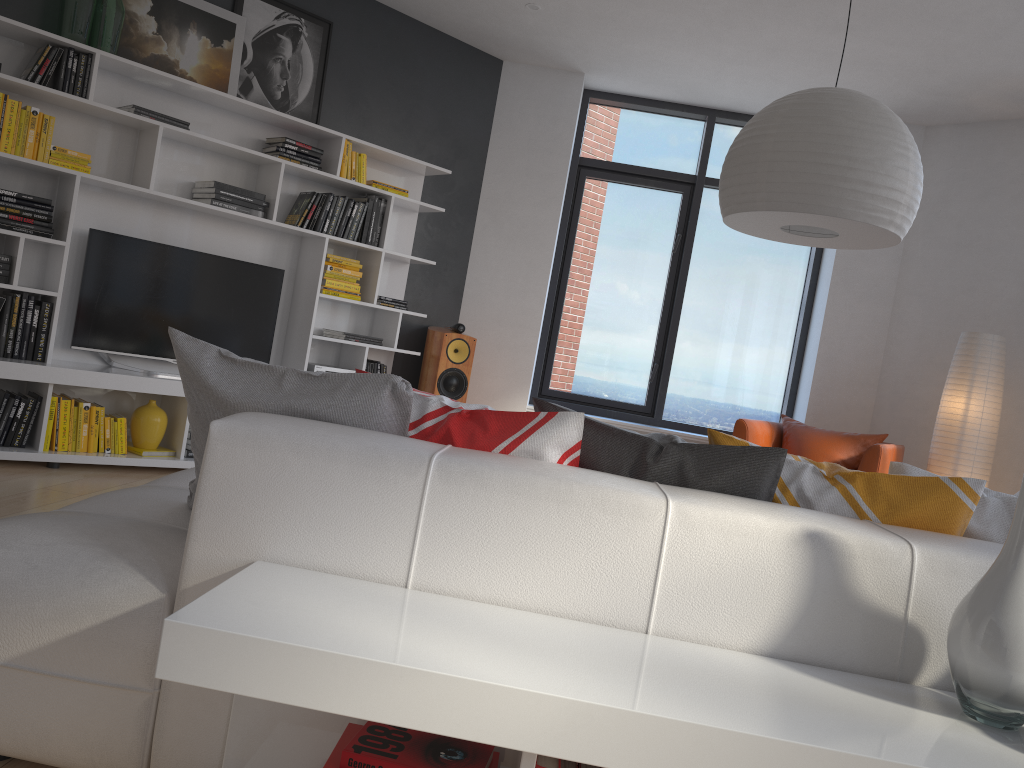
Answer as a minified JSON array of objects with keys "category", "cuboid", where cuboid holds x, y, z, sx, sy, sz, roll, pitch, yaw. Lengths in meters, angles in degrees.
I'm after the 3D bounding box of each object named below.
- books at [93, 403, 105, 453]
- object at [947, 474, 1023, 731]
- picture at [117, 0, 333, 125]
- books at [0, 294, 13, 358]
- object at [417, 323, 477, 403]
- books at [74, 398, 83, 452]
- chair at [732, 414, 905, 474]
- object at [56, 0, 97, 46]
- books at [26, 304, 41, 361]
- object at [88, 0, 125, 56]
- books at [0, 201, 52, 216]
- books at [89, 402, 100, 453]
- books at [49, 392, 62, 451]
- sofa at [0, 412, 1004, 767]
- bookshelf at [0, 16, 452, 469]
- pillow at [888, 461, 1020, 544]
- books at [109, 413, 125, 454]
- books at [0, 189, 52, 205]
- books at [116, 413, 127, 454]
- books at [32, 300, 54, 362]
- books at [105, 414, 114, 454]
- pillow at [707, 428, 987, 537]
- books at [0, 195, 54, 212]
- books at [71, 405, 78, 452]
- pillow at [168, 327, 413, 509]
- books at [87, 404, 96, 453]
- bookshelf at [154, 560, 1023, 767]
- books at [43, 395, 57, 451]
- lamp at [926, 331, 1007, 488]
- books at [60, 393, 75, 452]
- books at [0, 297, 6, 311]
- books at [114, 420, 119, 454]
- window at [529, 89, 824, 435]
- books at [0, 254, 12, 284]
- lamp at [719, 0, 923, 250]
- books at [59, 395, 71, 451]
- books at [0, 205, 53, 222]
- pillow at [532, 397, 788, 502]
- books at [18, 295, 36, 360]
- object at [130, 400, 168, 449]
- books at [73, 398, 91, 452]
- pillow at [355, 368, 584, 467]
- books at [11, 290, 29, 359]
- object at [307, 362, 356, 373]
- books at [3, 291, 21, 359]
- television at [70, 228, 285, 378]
[{"category":"books","cuboid":[-2.149,0.223,4.586,0.056,0.235,0.172,8,2,-43]},{"category":"object","cuboid":[0.838,0.326,1.320,0.316,0.398,0.319,11,2,27]},{"category":"picture","cuboid":[-1.610,-1.932,4.993,1.279,0.707,0.076,8,2,-42]},{"category":"books","cuboid":[-2.498,-0.288,4.328,0.028,0.301,0.213,8,2,-42]},{"category":"object","cuboid":[-0.511,0.115,6.058,0.290,1.088,0.434,9,2,-27]},{"category":"books","cuboid":[-2.217,0.205,4.497,0.041,0.252,0.180,8,2,-42]},{"category":"chair","cuboid":[1.890,0.662,5.532,0.896,0.858,0.843,11,2,35]},{"category":"object","cuboid":[-2.117,-1.905,4.339,0.157,0.507,0.157,9,2,-28]},{"category":"books","cuboid":[-2.407,-0.263,4.415,0.028,0.272,0.200,8,2,-42]},{"category":"object","cuboid":[-2.039,-1.895,4.485,0.157,0.507,0.157,9,2,-28]},{"category":"books","cuboid":[-2.402,-0.856,4.312,0.264,0.020,0.189,9,2,-38]},{"category":"books","cuboid":[-2.166,0.221,4.559,0.043,0.235,0.171,8,2,-44]},{"category":"books","cuboid":[-2.299,0.184,4.432,0.048,0.271,0.213,8,2,-42]},{"category":"sofa","cuboid":[0.644,0.589,2.765,3.424,0.732,2.614,10,2,3]},{"category":"bookshelf","cuboid":[-1.725,-0.552,4.864,3.000,2.052,0.455,8,2,-42]},{"category":"pillow","cuboid":[1.492,0.463,2.687,0.580,0.456,2.156,11,2,29]},{"category":"books","cuboid":[-2.062,0.259,4.632,0.067,0.193,0.148,9,2,-41]},{"category":"books","cuboid":[-2.383,-0.907,4.309,0.246,0.026,0.180,9,2,-34]},{"category":"books","cuboid":[-2.050,0.260,4.655,0.046,0.193,0.149,9,2,-41]},{"category":"books","cuboid":[-2.377,-0.270,4.442,0.051,0.297,0.230,8,2,-42]},{"category":"books","cuboid":[-2.093,0.257,4.600,0.046,0.187,0.134,8,2,-42]},{"category":"pillow","cuboid":[1.279,0.451,2.449,2.095,0.440,0.630,9,2,-40]},{"category":"books","cuboid":[-2.406,-0.883,4.329,0.284,0.030,0.214,9,2,-33]},{"category":"books","cuboid":[-2.232,0.217,4.480,0.042,0.230,0.156,8,2,-44]},{"category":"pillow","cuboid":[0.656,0.328,2.271,2.953,0.453,0.647,10,2,-9]},{"category":"books","cuboid":[-2.171,0.219,4.528,0.043,0.240,0.169,8,2,-43]},{"category":"bookshelf","cuboid":[0.790,0.775,1.272,2.600,0.500,0.356,10,2,3]},{"category":"books","cuboid":[-2.314,0.182,4.391,0.029,0.270,0.204,8,2,-42]},{"category":"lamp","cuboid":[2.810,0.483,5.193,0.502,1.550,0.804,9,2,-36]},{"category":"books","cuboid":[-2.254,0.193,4.480,0.038,0.267,0.202,8,2,-41]},{"category":"books","cuboid":[-2.546,-0.291,4.283,0.100,0.289,0.210,8,2,-43]},{"category":"books","cuboid":[-2.073,0.271,4.604,0.049,0.169,0.113,8,2,-43]},{"category":"window","cuboid":[1.297,-0.864,6.703,1.960,2.402,0.170,10,2,3]},{"category":"books","cuboid":[-2.604,-0.579,4.214,0.343,0.137,0.277,8,2,-42]},{"category":"lamp","cuboid":[1.927,-0.138,1.994,3.199,2.647,0.710,11,2,39]},{"category":"books","cuboid":[-2.278,0.193,4.461,0.066,0.258,0.198,8,2,-42]},{"category":"books","cuboid":[-2.403,-0.830,4.310,0.284,0.030,0.214,9,2,-33]},{"category":"pillow","cuboid":[1.053,0.410,1.925,2.120,0.436,0.608,10,2,-1]},{"category":"books","cuboid":[-2.433,-0.287,4.397,0.034,0.315,0.239,8,2,-42]},{"category":"object","cuboid":[-1.946,0.213,4.752,0.185,0.257,0.185,11,2,26]},{"category":"books","cuboid":[-2.205,0.207,4.522,0.055,0.252,0.185,8,2,-43]},{"category":"pillow","cuboid":[0.726,0.380,1.935,2.250,0.449,0.575,10,2,1]},{"category":"books","cuboid":[-2.454,-0.296,4.377,0.026,0.326,0.237,8,2,-42]},{"category":"object","cuboid":[-1.171,-0.028,5.509,0.285,0.174,0.270,8,2,-42]},{"category":"books","cuboid":[-2.477,-0.293,4.353,0.034,0.314,0.237,8,2,-42]},{"category":"television","cuboid":[-1.832,-0.397,4.945,1.102,0.704,0.207,8,2,-42]}]
